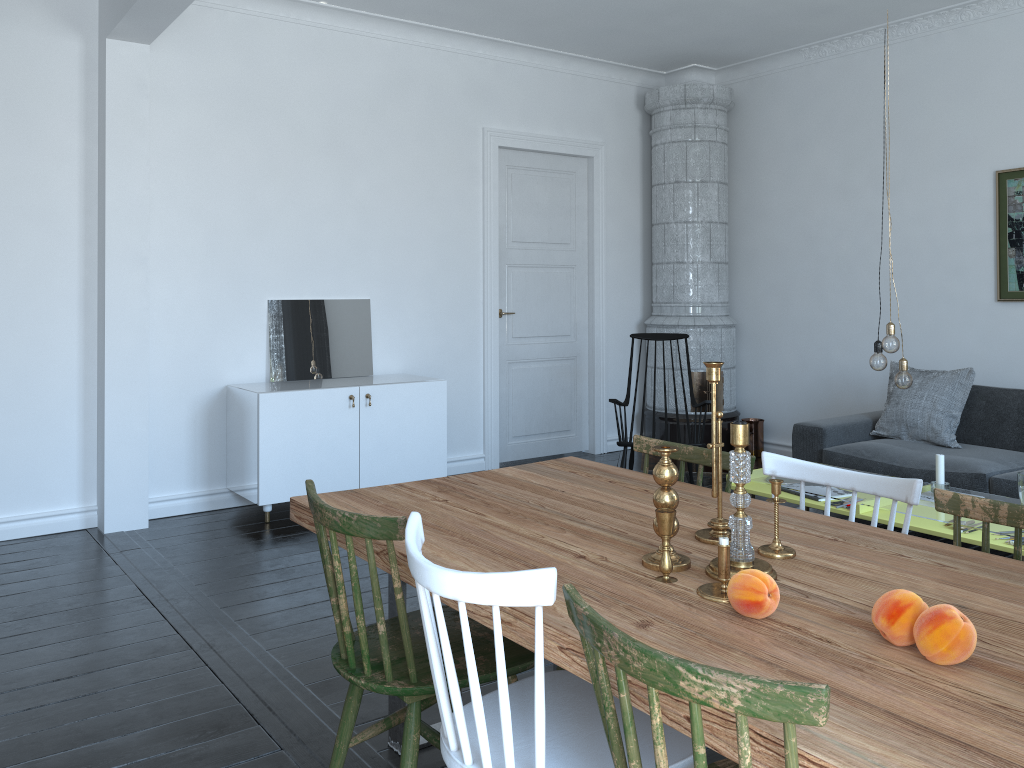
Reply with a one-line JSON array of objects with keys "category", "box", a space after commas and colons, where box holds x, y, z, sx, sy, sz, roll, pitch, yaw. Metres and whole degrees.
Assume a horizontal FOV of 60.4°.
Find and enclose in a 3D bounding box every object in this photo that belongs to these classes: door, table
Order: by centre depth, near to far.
[{"category": "table", "box": [0.447, 0.731, 1.832, 1.019, 0.715, 2.233, -3, 6, -36]}, {"category": "table", "box": [1.685, 0.676, 3.843, 0.601, 0.399, 1.405, -3, 6, -36]}, {"category": "door", "box": [0.246, -0.657, 6.727, 1.170, 2.477, 0.116, 0, -1, -36]}]

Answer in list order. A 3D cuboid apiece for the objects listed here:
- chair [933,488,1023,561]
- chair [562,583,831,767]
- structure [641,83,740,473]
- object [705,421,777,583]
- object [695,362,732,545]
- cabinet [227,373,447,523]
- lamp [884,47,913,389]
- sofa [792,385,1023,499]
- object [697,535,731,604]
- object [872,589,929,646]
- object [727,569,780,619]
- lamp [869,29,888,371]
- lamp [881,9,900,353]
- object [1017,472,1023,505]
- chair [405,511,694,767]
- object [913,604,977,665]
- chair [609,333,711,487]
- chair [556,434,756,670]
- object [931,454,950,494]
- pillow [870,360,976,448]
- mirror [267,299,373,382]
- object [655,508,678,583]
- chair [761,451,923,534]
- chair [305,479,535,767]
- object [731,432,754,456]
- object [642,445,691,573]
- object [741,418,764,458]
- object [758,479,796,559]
[{"category": "chair", "box": [0.975, 0.685, 1.739, 0.486, 0.828, 0.468, -1, 1, -37]}, {"category": "chair", "box": [0.370, 0.733, 1.304, 0.486, 0.827, 0.468, -1, 1, -37]}, {"category": "structure", "box": [1.402, -0.887, 6.888, 0.778, 2.892, 1.270, 0, 0, 9]}, {"category": "object", "box": [0.462, 0.232, 1.782, 0.140, 0.311, 0.140, 0, 0, 7]}, {"category": "object", "box": [0.480, 0.154, 2.038, 0.113, 0.411, 0.113, 0, 0, 16]}, {"category": "cabinet", "box": [-1.042, 0.358, 5.366, 1.202, 0.735, 0.591, -3, 3, -36]}, {"category": "lamp", "box": [1.679, -0.726, 3.807, 0.089, 1.498, 0.074, 0, -1, -12]}, {"category": "sofa", "box": [2.796, 0.422, 4.685, 1.085, 0.722, 2.380, -3, 6, -36]}, {"category": "object", "box": [0.401, 0.342, 1.663, 0.102, 0.114, 0.102, 2, 3, 40]}, {"category": "object", "box": [0.633, 0.380, 1.433, 0.091, 0.088, 0.083, -1, 2, -9]}, {"category": "object", "box": [0.426, 0.370, 1.557, 0.084, 0.084, 0.089, -1, 3, -23]}, {"category": "lamp", "box": [1.609, -0.806, 3.882, 0.074, 1.498, 0.086, 0, -1, 15]}, {"category": "lamp", "box": [1.638, -0.882, 3.824, 0.074, 1.498, 0.074, 0, -1, 11]}, {"category": "object", "box": [2.082, 0.434, 3.533, 0.097, 0.146, 0.098, 0, 1, 15]}, {"category": "chair", "box": [0.058, 0.687, 1.673, 0.510, 0.843, 0.466, -1, 1, -36]}, {"category": "object", "box": [0.667, 0.386, 1.356, 0.088, 0.090, 0.083, 2, 3, 44]}, {"category": "chair", "box": [0.923, 0.206, 5.484, 0.612, 1.005, 0.908, 0, 2, 9]}, {"category": "chair", "box": [0.389, 0.606, 2.516, 0.486, 0.827, 0.468, -1, 1, -37]}, {"category": "object", "box": [1.866, 0.390, 3.838, 0.074, 0.173, 0.074, 0, 0, -1]}, {"category": "pillow", "box": [2.921, 0.184, 4.698, 0.479, 0.491, 2.062, -2, 6, -31]}, {"category": "mirror", "box": [-1.210, -0.287, 5.605, 0.697, 0.503, 0.054, -3, 1, -36]}, {"category": "object", "box": [0.306, 0.321, 1.749, 0.049, 0.139, 0.049, 0, 0, -36]}, {"category": "chair", "box": [0.701, 0.635, 2.147, 0.510, 0.843, 0.466, -1, 1, -36]}, {"category": "chair", "box": [-0.215, 0.654, 2.081, 0.486, 0.828, 0.468, -1, 1, -37]}, {"category": "object", "box": [1.758, 0.475, 6.727, 0.174, 0.199, 0.172, 2, 3, 44]}, {"category": "object", "box": [0.322, 0.257, 1.843, 0.100, 0.248, 0.101, 0, 0, -12]}, {"category": "object", "box": [1.879, 0.419, 6.866, 0.176, 0.281, 0.173, -1, 1, -36]}, {"category": "object", "box": [0.576, 0.290, 1.917, 0.080, 0.160, 0.080, 0, 1, 11]}]
